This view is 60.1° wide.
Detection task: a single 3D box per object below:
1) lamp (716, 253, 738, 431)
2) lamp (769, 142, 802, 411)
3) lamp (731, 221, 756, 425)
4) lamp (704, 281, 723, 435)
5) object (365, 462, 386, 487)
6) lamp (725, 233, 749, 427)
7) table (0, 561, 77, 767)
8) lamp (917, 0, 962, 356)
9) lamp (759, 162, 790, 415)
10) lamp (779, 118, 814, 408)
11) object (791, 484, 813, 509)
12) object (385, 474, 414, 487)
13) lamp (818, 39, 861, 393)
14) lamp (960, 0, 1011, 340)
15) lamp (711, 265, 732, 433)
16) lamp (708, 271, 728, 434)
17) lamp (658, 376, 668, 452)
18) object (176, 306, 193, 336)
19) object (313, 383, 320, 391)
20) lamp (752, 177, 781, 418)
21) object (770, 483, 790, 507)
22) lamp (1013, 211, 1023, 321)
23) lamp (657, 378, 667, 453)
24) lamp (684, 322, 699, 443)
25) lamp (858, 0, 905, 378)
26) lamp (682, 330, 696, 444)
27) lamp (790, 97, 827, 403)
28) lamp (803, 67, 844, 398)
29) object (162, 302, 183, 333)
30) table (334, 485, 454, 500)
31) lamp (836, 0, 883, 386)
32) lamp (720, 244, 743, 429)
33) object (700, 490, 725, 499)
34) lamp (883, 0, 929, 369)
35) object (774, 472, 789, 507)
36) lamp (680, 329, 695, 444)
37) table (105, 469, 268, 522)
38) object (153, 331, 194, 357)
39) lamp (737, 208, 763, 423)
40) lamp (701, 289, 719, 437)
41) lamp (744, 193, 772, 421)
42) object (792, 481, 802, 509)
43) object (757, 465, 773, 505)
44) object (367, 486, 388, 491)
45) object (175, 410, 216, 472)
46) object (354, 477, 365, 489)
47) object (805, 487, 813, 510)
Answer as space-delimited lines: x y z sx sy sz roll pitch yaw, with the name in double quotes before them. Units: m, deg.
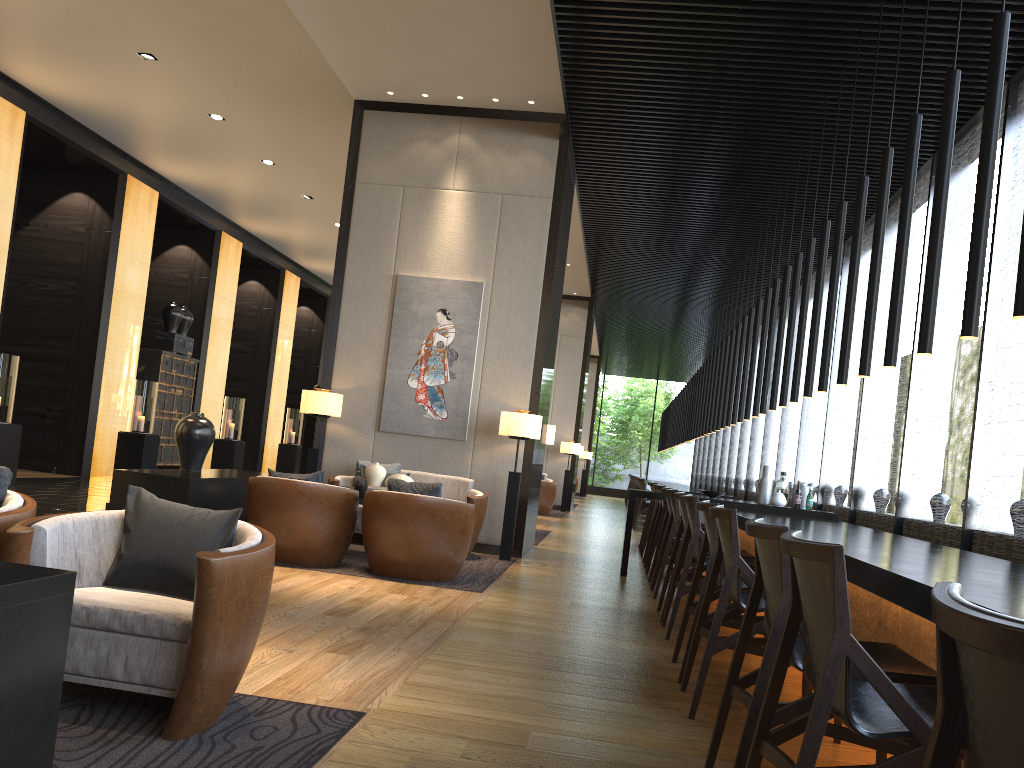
"lamp" 2.857 -0.582 11.723 0.060 2.417 0.060 6 -1 2
"lamp" 2.386 -0.969 7.672 0.060 2.417 0.060 6 -1 2
"lamp" 2.679 -0.728 10.189 0.060 2.417 0.060 6 -1 2
"lamp" 3.035 -0.436 13.247 0.060 2.417 0.060 6 -1 2
"object" -1.109 0.753 7.166 0.171 0.235 0.172 4 -3 42
"lamp" 2.738 -0.680 10.698 0.060 2.417 0.060 6 -1 2
"table" -1.660 0.643 1.976 1.041 0.516 0.577 6 -3 7
"lamp" 1.950 -1.327 3.919 0.060 2.417 0.060 6 -1 2
"lamp" 2.447 -0.919 8.191 0.060 2.417 0.060 6 -1 2
"lamp" 2.332 -1.013 7.210 0.060 2.417 0.060 6 -1 2
"object" 2.544 0.985 7.764 0.168 0.219 0.169 6 -3 2
"object" -0.912 0.816 7.198 0.245 0.167 0.246 6 -4 10
"lamp" 2.172 -1.145 5.833 0.060 2.417 0.060 6 -1 2
"lamp" 1.892 -1.374 3.429 0.060 2.417 0.060 6 -1 12
"lamp" 2.917 -0.533 12.233 0.060 2.417 0.060 6 -1 2
"lamp" 2.976 -0.484 12.742 0.060 2.417 0.060 6 -1 2
"lamp" 4.663 0.901 27.242 0.060 2.417 0.060 6 -1 12
"object" -5.279 -1.009 14.191 0.312 0.492 0.311 7 -2 -12
"object" -1.961 0.115 9.120 0.176 0.245 0.116 6 -2 7
"lamp" 2.496 -0.878 8.619 0.060 2.417 0.060 6 -1 2
"object" 2.317 0.952 7.675 0.136 0.217 0.136 7 -2 -6
"lamp" 1.840 -1.417 2.978 0.060 2.417 0.060 6 -1 2
"lamp" 4.722 0.950 27.752 0.060 2.417 0.060 6 -1 12
"lamp" 3.487 -0.065 17.138 0.060 2.417 0.060 7 -1 -28
"lamp" 2.059 -1.237 4.861 0.060 2.417 0.060 6 -1 2
"lamp" 3.548 -0.015 17.657 0.060 2.417 0.060 7 -1 -28
"lamp" 2.280 -1.056 6.757 0.060 2.417 0.060 6 -1 2
"lamp" 2.224 -1.102 6.276 0.060 2.417 0.060 6 -1 2
"object" -5.318 -1.041 13.861 0.312 0.492 0.311 8 -3 -27
"table" -1.058 1.137 7.152 1.041 0.516 0.577 6 -3 7
"lamp" 2.114 -1.192 5.335 0.060 2.417 0.060 6 -1 12
"lamp" 2.797 -0.632 11.202 0.060 2.417 0.060 6 -1 2
"object" 1.775 0.984 7.844 0.227 0.067 0.228 6 -4 10
"lamp" 2.007 -1.281 4.410 0.060 2.417 0.060 6 -1 12
"object" 2.390 0.930 7.837 0.129 0.305 0.129 7 -2 -7
"lamp" 3.595 0.024 18.063 0.060 2.417 0.060 7 -1 -28
"table" -2.445 0.977 7.176 0.619 0.512 1.967 6 -4 7
"object" -5.337 -0.622 14.008 0.365 0.314 0.608 6 -4 7
"lamp" 2.620 -0.777 9.678 0.060 2.417 0.060 6 -1 2
"lamp" 3.094 -0.388 13.753 0.060 2.417 0.060 6 -1 2
"lamp" 2.560 -0.826 9.166 0.060 2.417 0.060 6 -1 2
"object" 2.473 0.959 7.661 0.067 0.237 0.067 7 -2 1
"object" 2.241 0.891 7.811 0.113 0.344 0.113 6 -2 2
"object" -1.052 0.840 7.015 0.174 0.051 0.138 6 -4 3
"object" -2.561 0.455 7.140 0.311 0.492 0.313 5 -3 26
"object" -1.254 0.808 7.271 0.092 0.112 0.091 8 -3 -31
"object" 2.560 0.986 7.610 0.056 0.197 0.056 6 -2 9
